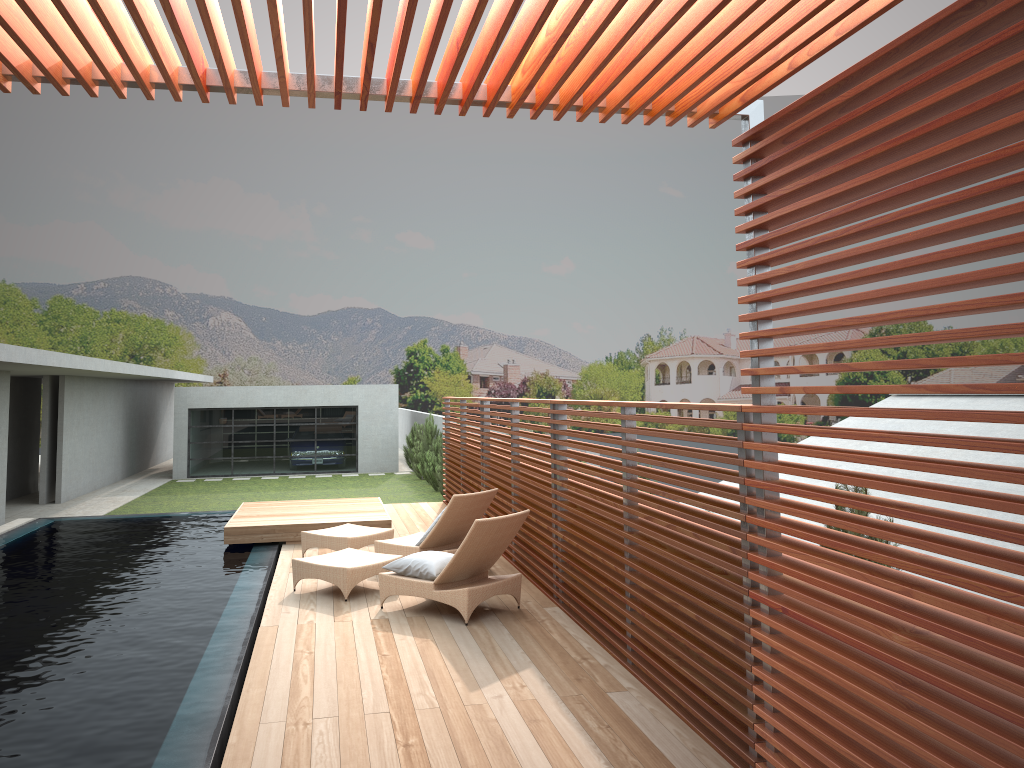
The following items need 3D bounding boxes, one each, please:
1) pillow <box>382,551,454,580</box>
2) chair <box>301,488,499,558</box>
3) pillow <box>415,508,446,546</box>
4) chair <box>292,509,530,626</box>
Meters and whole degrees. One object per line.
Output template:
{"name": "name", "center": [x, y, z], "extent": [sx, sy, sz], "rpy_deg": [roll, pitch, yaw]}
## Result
{"name": "pillow", "center": [-0.699, 1.543, 7.590], "extent": [0.592, 0.195, 0.594], "rpy_deg": [-1, -1, 34]}
{"name": "chair", "center": [-1.242, 1.507, 9.476], "extent": [2.288, 0.833, 0.698], "rpy_deg": [-2, -3, 37]}
{"name": "pillow", "center": [-0.629, 1.425, 9.028], "extent": [0.426, 0.430, 0.607], "rpy_deg": [-3, -3, 36]}
{"name": "chair", "center": [-0.943, 1.491, 7.829], "extent": [2.288, 0.833, 0.698], "rpy_deg": [-2, -3, 38]}
